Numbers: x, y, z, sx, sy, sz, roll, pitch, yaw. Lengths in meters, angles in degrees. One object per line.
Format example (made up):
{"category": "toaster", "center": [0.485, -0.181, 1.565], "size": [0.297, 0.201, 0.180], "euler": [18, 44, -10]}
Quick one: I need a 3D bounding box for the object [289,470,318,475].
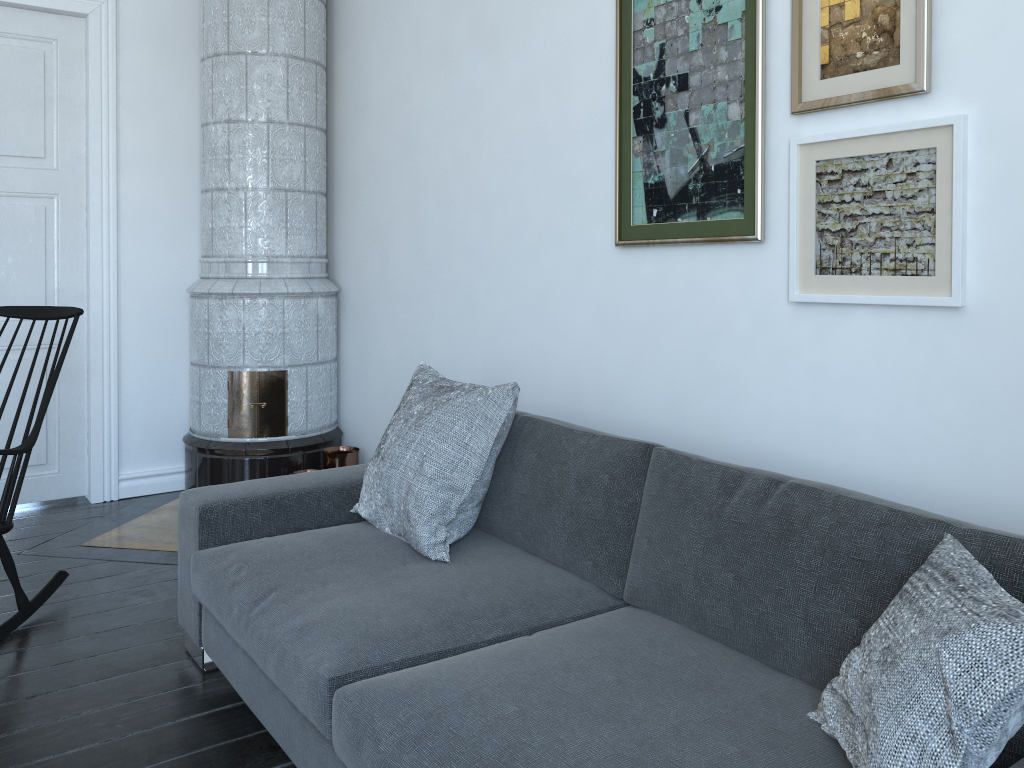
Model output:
{"category": "object", "center": [-0.931, 0.510, 4.025], "size": [0.175, 0.199, 0.172], "euler": [4, 5, 45]}

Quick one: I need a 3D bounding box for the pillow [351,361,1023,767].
{"category": "pillow", "center": [0.210, 0.292, 1.966], "size": [0.479, 0.489, 2.068], "euler": [-2, 8, -30]}

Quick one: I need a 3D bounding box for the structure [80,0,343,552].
{"category": "structure", "center": [-1.278, -0.853, 4.149], "size": [0.778, 2.881, 1.274], "euler": [0, 2, 10]}

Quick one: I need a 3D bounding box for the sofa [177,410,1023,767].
{"category": "sofa", "center": [0.084, 0.529, 1.962], "size": [1.086, 0.719, 2.386], "euler": [-4, 8, -35]}

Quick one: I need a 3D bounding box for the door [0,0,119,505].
{"category": "door", "center": [-2.437, -0.627, 4.008], "size": [1.171, 2.468, 0.116], "euler": [-1, 2, -35]}

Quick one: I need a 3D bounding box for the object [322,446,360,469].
{"category": "object", "center": [-0.808, 0.451, 4.160], "size": [0.176, 0.280, 0.174], "euler": [-2, 3, -35]}

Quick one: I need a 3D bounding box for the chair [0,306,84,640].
{"category": "chair", "center": [-1.779, 0.276, 2.779], "size": [0.612, 1.001, 0.911], "euler": [1, 4, 10]}
